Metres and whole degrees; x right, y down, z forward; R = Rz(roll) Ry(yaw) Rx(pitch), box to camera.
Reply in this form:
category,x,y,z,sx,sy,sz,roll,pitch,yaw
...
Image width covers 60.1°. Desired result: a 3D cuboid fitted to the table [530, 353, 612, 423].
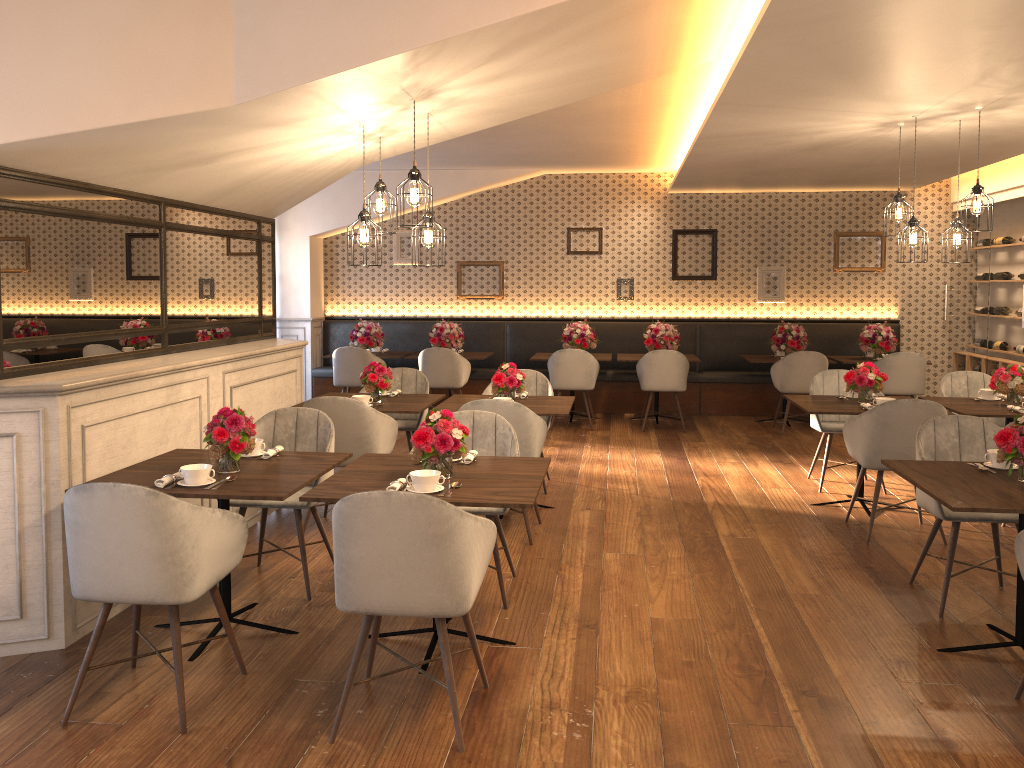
category,x,y,z,sx,sy,sz,roll,pitch,yaw
table,0.693,0.038,10.178,0.896,0.718,0.900,1,5,7

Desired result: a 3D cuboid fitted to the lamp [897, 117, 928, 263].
category,x,y,z,sx,sy,sz,roll,pitch,yaw
lamp,2.690,-1.845,5.890,0.175,2.064,0.175,1,3,8

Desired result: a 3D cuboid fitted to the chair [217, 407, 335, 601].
category,x,y,z,sx,sy,sz,roll,pitch,yaw
chair,-1.182,0.587,4.549,0.565,0.870,0.528,1,4,7

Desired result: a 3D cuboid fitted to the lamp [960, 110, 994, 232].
category,x,y,z,sx,sy,sz,roll,pitch,yaw
lamp,2.988,-2.011,5.640,0.175,2.064,0.175,1,3,8

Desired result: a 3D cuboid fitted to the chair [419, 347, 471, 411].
category,x,y,z,sx,sy,sz,roll,pitch,yaw
chair,-0.755,0.017,9.673,0.565,0.870,0.528,1,4,7

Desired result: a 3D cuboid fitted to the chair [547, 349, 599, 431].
category,x,y,z,sx,sy,sz,roll,pitch,yaw
chair,0.651,0.037,9.504,0.565,0.870,0.528,1,4,7

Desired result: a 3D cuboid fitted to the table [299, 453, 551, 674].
category,x,y,z,sx,sy,sz,roll,pitch,yaw
table,-0.315,0.748,3.788,0.896,0.718,0.900,1,5,7

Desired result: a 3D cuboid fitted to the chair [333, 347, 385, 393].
category,x,y,z,sx,sy,sz,roll,pitch,yaw
chair,-1.708,0.004,9.787,0.565,0.870,0.528,1,4,7

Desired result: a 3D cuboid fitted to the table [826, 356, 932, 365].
category,x,y,z,sx,sy,sz,roll,pitch,yaw
table,4.004,0.085,9.781,0.896,0.718,0.900,1,5,7

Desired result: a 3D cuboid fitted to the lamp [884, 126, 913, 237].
category,x,y,z,sx,sy,sz,roll,pitch,yaw
lamp,2.729,-2.074,6.205,0.175,2.064,0.175,1,3,8

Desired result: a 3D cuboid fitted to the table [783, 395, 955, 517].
category,x,y,z,sx,sy,sz,roll,pitch,yaw
table,2.405,0.493,6.102,0.896,0.718,0.900,1,5,7

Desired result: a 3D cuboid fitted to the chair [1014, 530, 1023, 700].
category,x,y,z,sx,sy,sz,roll,pitch,yaw
chair,2.067,0.765,2.971,0.565,0.870,0.528,1,4,7

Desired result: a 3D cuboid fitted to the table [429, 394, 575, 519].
category,x,y,z,sx,sy,sz,roll,pitch,yaw
table,-0.037,0.492,6.093,0.896,0.718,0.900,1,5,7

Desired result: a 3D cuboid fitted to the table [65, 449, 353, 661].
category,x,y,z,sx,sy,sz,roll,pitch,yaw
table,-1.267,0.734,3.903,0.896,0.718,0.900,1,5,7

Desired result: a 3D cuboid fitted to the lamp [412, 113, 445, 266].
category,x,y,z,sx,sy,sz,roll,pitch,yaw
lamp,-0.459,-1.682,4.836,0.175,2.064,0.175,1,3,8

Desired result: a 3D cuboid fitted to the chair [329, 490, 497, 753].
category,x,y,z,sx,sy,sz,roll,pitch,yaw
chair,-0.357,0.747,3.114,0.565,0.870,0.528,1,4,7

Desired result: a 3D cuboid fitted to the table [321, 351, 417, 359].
category,x,y,z,sx,sy,sz,roll,pitch,yaw
table,-1.666,0.005,10.461,0.896,0.718,0.900,1,5,7

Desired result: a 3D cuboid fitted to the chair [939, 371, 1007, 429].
category,x,y,z,sx,sy,sz,roll,pitch,yaw
chair,3.489,0.360,6.629,0.565,0.870,0.528,1,4,7

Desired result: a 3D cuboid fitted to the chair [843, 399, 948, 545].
category,x,y,z,sx,sy,sz,roll,pitch,yaw
chair,2.363,0.492,5.428,0.565,0.870,0.528,1,4,7

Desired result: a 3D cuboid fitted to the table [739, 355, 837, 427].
category,x,y,z,sx,sy,sz,roll,pitch,yaw
table,3.051,0.072,9.895,0.896,0.718,0.900,1,5,7

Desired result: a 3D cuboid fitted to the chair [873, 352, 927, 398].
category,x,y,z,sx,sy,sz,roll,pitch,yaw
chair,3.962,0.085,9.107,0.565,0.870,0.528,1,4,7

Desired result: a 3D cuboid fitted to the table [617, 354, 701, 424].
category,x,y,z,sx,sy,sz,roll,pitch,yaw
table,1.645,0.052,10.064,0.896,0.718,0.900,1,5,7

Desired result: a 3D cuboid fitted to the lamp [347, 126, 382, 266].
category,x,y,z,sx,sy,sz,roll,pitch,yaw
lamp,-0.797,-1.672,4.749,0.175,2.064,0.175,1,3,8

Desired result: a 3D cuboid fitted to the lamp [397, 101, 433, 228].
category,x,y,z,sx,sy,sz,roll,pitch,yaw
lamp,-0.499,-1.838,4.500,0.175,2.064,0.175,1,3,8

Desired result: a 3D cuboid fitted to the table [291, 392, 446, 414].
category,x,y,z,sx,sy,sz,roll,pitch,yaw
table,-0.990,0.478,6.207,0.896,0.718,0.900,1,5,7

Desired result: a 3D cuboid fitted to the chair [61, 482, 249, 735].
category,x,y,z,sx,sy,sz,roll,pitch,yaw
chair,-1.309,0.733,3.229,0.565,0.870,0.528,1,4,7

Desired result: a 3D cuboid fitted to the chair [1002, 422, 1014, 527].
category,x,y,z,sx,sy,sz,roll,pitch,yaw
chair,3.315,0.506,5.314,0.565,0.870,0.528,1,4,7

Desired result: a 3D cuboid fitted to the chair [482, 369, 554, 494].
category,x,y,z,sx,sy,sz,roll,pitch,yaw
chair,0.048,0.344,6.739,0.565,0.870,0.528,1,4,7

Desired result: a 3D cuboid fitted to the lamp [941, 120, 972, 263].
category,x,y,z,sx,sy,sz,roll,pitch,yaw
lamp,3.028,-1.855,5.976,0.175,2.064,0.175,1,3,8

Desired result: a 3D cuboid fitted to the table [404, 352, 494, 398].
category,x,y,z,sx,sy,sz,roll,pitch,yaw
table,-0.713,0.018,10.347,0.896,0.718,0.900,1,5,7

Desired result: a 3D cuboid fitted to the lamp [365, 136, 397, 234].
category,x,y,z,sx,sy,sz,roll,pitch,yaw
lamp,-0.758,-1.901,5.065,0.175,2.064,0.175,1,3,8

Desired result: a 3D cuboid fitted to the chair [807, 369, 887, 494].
category,x,y,z,sx,sy,sz,roll,pitch,yaw
chair,2.536,0.346,6.743,0.565,0.870,0.528,1,4,7

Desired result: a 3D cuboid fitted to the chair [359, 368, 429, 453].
category,x,y,z,sx,sy,sz,roll,pitch,yaw
chair,-0.904,0.331,6.853,0.565,0.870,0.528,1,4,7

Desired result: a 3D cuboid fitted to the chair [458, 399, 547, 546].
category,x,y,z,sx,sy,sz,roll,pitch,yaw
chair,-0.079,0.491,5.418,0.565,0.870,0.528,1,4,7

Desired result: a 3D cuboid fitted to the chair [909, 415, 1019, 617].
category,x,y,z,sx,sy,sz,roll,pitch,yaw
chair,2.241,0.619,4.286,0.565,0.870,0.528,1,4,7

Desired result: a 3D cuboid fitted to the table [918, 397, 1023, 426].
category,x,y,z,sx,sy,sz,roll,pitch,yaw
table,3.357,0.506,5.988,0.896,0.718,0.900,1,5,7

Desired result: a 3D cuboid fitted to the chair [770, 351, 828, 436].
category,x,y,z,sx,sy,sz,roll,pitch,yaw
chair,3.009,0.071,9.221,0.565,0.870,0.528,1,4,7

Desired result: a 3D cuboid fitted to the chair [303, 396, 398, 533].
category,x,y,z,sx,sy,sz,roll,pitch,yaw
chair,-1.032,0.477,5.533,0.565,0.870,0.528,1,4,7

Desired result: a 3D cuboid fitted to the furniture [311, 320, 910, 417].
category,x,y,z,sx,sy,sz,roll,pitch,yaw
furniture,1.070,-0.207,10.764,7.088,1.078,0.543,1,4,7

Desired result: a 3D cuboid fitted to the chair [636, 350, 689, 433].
category,x,y,z,sx,sy,sz,roll,pitch,yaw
chair,1.603,0.051,9.390,0.565,0.870,0.528,1,4,7

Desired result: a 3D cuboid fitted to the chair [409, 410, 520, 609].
category,x,y,z,sx,sy,sz,roll,pitch,yaw
chair,-0.229,0.600,4.435,0.565,0.870,0.528,1,4,7
